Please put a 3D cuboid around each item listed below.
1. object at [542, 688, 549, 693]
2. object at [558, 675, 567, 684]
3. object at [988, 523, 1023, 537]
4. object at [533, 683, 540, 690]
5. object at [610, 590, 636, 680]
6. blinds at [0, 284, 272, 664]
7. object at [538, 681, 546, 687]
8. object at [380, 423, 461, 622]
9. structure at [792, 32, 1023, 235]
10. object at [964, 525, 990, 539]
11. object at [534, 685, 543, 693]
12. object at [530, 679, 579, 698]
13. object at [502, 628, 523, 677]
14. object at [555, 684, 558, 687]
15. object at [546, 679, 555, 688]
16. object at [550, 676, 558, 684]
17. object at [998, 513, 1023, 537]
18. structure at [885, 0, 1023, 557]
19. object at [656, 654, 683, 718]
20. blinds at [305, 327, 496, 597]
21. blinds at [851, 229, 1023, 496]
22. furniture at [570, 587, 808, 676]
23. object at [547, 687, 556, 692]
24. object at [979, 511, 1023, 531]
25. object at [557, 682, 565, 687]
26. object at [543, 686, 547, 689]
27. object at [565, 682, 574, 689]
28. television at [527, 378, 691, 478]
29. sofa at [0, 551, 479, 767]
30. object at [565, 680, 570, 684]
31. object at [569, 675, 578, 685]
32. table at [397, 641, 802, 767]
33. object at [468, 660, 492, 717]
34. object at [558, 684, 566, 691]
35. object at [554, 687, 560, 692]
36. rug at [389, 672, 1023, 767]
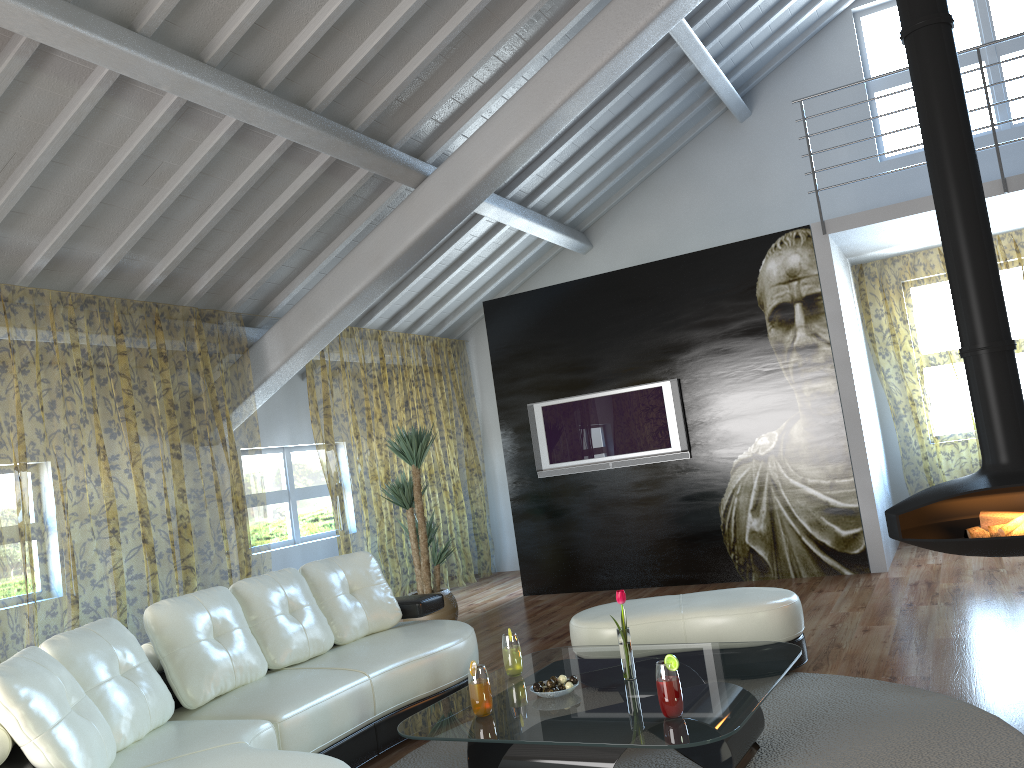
[{"bbox_3d":[0.124,1.096,3.156,0.031,0.030,0.032,-7,-5,-11],"label":"object"},{"bbox_3d":[0.182,1.064,3.193,0.032,0.032,0.029,-7,-5,-9],"label":"object"},{"bbox_3d":[2.425,0.700,4.211,0.285,0.103,0.095,-11,-6,27],"label":"object"},{"bbox_3d":[0.089,1.092,3.191,0.032,0.031,0.030,-12,-6,35],"label":"object"},{"bbox_3d":[0.404,0.920,3.259,0.069,0.323,0.060,-8,-5,3],"label":"object"},{"bbox_3d":[-2.664,0.694,5.093,0.306,2.546,3.505,-11,-6,26],"label":"blinds"},{"bbox_3d":[0.106,1.095,3.217,0.031,0.030,0.032,-5,-6,-30],"label":"object"},{"bbox_3d":[-0.718,1.082,6.732,0.564,1.586,0.588,-5,-6,-30],"label":"object"},{"bbox_3d":[1.047,-1.915,1.600,2.536,1.055,10.133,-11,-6,26],"label":"structure"},{"bbox_3d":[2.399,0.722,4.389,0.302,0.127,0.089,-8,-5,2],"label":"object"},{"bbox_3d":[0.095,1.089,3.161,0.032,0.031,0.031,-4,-6,-35],"label":"object"},{"bbox_3d":[0.154,1.097,3.182,0.178,0.031,0.178,-10,-5,19],"label":"object"},{"bbox_3d":[-0.002,1.070,3.545,0.075,0.192,0.081,-11,-6,31],"label":"object"},{"bbox_3d":[0.152,1.096,3.188,0.032,0.030,0.031,-5,-6,-28],"label":"object"},{"bbox_3d":[0.137,1.066,3.151,0.030,0.034,0.030,-9,-5,8],"label":"object"},{"bbox_3d":[0.153,1.073,3.212,0.030,0.031,0.031,-11,-6,29],"label":"object"},{"bbox_3d":[2.423,0.648,4.215,0.268,0.117,0.040,-6,-5,-17],"label":"object"},{"bbox_3d":[2.066,-1.900,4.464,1.176,5.494,0.851,-10,-6,25],"label":"structure"},{"bbox_3d":[0.483,0.929,2.735,0.075,0.192,0.081,-8,-5,2],"label":"object"},{"bbox_3d":[-0.973,0.759,8.462,0.306,2.546,2.780,-11,-6,26],"label":"blinds"},{"bbox_3d":[4.341,-0.108,7.023,2.780,2.324,0.306,-11,-6,26],"label":"blinds"},{"bbox_3d":[0.858,1.247,4.366,1.134,0.367,0.596,-9,-5,10],"label":"furniture"},{"bbox_3d":[0.139,1.087,3.129,0.032,0.031,0.031,-8,-5,3],"label":"object"},{"bbox_3d":[2.447,0.668,4.296,0.317,0.129,0.109,-12,-6,36],"label":"object"},{"bbox_3d":[0.179,1.093,3.209,0.031,0.032,0.030,-10,-6,23],"label":"object"},{"bbox_3d":[0.120,1.100,3.188,0.032,0.029,0.032,-7,-5,-11],"label":"object"},{"bbox_3d":[0.205,1.078,3.163,0.030,0.032,0.032,-11,-6,29],"label":"object"},{"bbox_3d":[0.773,0.381,7.327,1.336,0.639,0.044,-11,-6,26],"label":"television"},{"bbox_3d":[-0.977,1.197,3.404,1.359,0.805,3.047,-9,-5,6],"label":"sofa"},{"bbox_3d":[0.205,1.083,3.198,0.031,0.031,0.032,-12,-6,36],"label":"object"},{"bbox_3d":[0.221,1.062,3.183,0.030,0.033,0.030,-9,-5,6],"label":"object"},{"bbox_3d":[0.370,1.230,3.198,1.201,0.290,1.201,-11,-6,29],"label":"table"},{"bbox_3d":[-0.113,1.041,3.044,0.081,0.192,0.075,-5,-6,-28],"label":"object"},{"bbox_3d":[0.181,1.091,3.177,0.032,0.030,0.032,-7,-5,-14],"label":"object"},{"bbox_3d":[0.156,1.092,3.156,0.032,0.030,0.031,-10,-6,24],"label":"object"},{"bbox_3d":[0.588,1.354,3.175,2.307,0.020,2.313,-8,-5,-3],"label":"rug"}]
